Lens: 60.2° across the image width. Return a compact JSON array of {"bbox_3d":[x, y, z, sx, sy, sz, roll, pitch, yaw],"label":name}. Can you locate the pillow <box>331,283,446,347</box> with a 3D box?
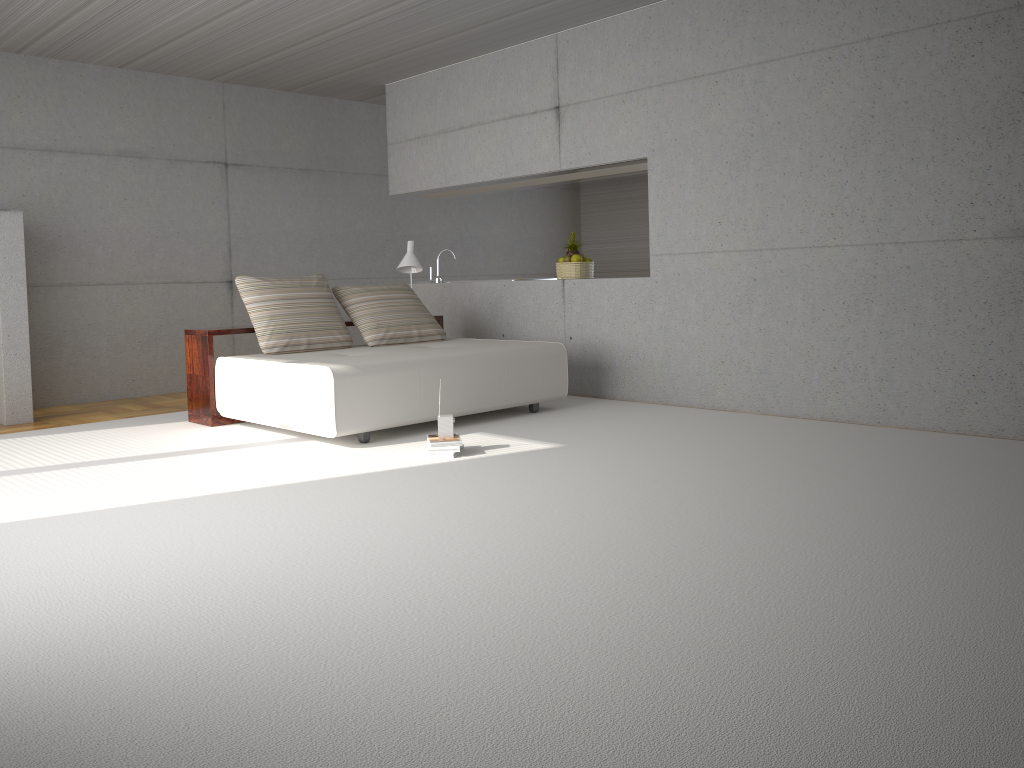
[{"bbox_3d":[-1.032,-0.591,7.479,0.810,0.515,0.579,-7,7,-43],"label":"pillow"}]

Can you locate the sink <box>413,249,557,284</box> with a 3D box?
[{"bbox_3d":[-0.331,-1.136,9.133,0.769,0.537,1.705,-7,8,-43],"label":"sink"}]

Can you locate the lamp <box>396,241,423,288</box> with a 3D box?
[{"bbox_3d":[-0.913,-0.972,8.122,0.244,0.697,0.324,0,3,27],"label":"lamp"}]

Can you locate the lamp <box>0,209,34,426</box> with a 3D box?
[{"bbox_3d":[-4.179,-0.549,7.221,0.201,1.686,0.798,-4,4,-44],"label":"lamp"}]

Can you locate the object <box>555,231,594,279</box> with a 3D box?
[{"bbox_3d":[0.572,-1.191,8.164,0.333,0.440,0.370,1,5,32],"label":"object"}]

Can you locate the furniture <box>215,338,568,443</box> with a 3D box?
[{"bbox_3d":[-0.884,-0.004,6.737,2.177,0.520,1.615,-8,9,-44],"label":"furniture"}]

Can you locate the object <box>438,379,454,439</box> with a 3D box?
[{"bbox_3d":[-0.396,0.142,5.221,0.090,0.365,0.186,-2,3,-3],"label":"object"}]

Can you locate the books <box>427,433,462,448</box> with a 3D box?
[{"bbox_3d":[-0.405,0.335,5.272,0.189,0.032,0.266,-3,7,-9],"label":"books"}]

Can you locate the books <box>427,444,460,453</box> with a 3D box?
[{"bbox_3d":[-0.408,0.368,5.267,0.189,0.032,0.266,-2,7,-4],"label":"books"}]

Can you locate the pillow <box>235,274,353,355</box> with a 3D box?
[{"bbox_3d":[-1.685,-0.556,6.922,0.804,0.607,0.491,-7,6,-44],"label":"pillow"}]

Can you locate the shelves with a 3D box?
[{"bbox_3d":[-1.566,-0.167,7.460,2.259,0.713,0.400,-8,7,-44],"label":"shelves"}]

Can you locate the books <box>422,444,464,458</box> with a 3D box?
[{"bbox_3d":[-0.407,0.400,5.269,0.189,0.032,0.266,0,7,10],"label":"books"}]
